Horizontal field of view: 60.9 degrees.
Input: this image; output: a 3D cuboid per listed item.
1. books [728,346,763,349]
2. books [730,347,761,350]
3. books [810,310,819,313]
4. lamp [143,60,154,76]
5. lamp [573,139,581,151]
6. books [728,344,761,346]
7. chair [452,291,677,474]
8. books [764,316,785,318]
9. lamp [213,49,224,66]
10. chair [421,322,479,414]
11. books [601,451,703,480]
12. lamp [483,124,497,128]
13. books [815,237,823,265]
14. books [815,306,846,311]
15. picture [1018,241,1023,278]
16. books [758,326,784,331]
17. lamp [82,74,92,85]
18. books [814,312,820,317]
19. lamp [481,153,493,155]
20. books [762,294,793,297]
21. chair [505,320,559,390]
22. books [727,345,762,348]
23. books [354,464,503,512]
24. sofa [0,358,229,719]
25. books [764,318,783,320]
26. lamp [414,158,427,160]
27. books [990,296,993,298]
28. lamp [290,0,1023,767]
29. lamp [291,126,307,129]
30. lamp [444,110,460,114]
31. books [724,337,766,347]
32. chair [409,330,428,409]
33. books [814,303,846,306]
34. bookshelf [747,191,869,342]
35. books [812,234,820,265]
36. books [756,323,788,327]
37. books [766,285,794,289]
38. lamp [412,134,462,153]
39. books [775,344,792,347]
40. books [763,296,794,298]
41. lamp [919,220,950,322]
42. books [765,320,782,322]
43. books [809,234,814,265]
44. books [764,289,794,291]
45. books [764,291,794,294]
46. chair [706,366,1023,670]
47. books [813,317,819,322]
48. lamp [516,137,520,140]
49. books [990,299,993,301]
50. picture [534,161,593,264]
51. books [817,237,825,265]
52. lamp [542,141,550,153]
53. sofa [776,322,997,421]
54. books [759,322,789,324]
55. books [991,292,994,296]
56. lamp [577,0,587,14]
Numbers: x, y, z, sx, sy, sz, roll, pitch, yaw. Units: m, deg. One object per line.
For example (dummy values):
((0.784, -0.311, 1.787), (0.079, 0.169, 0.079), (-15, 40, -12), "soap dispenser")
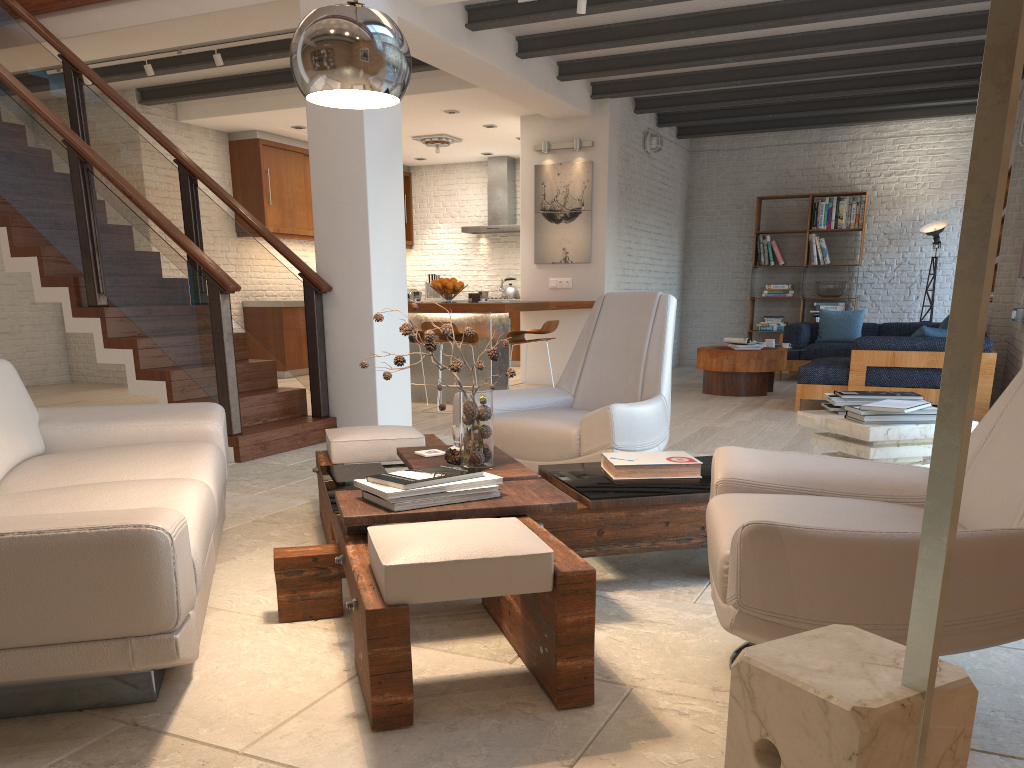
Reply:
((2.370, -0.377, 8.855), (0.252, 0.011, 0.307), (-1, 6, -6), "books")
((2.366, -0.364, 8.843), (0.252, 0.011, 0.307), (0, 6, 4), "books")
((4.124, -0.942, 11.332), (0.442, 0.021, 0.264), (2, 7, 25), "books")
((-3.004, -2.608, 7.214), (0.060, 0.134, 0.083), (7, 14, 27), "lamp")
((0.678, -2.479, 9.031), (0.078, 0.108, 0.078), (-9, 15, -36), "lamp")
((2.353, -0.396, 8.829), (0.252, 0.011, 0.307), (0, 6, -1), "books")
((0.373, 0.064, 4.348), (1.010, 1.055, 0.951), (9, 15, 41), "chair")
((3.505, -0.899, 11.644), (0.250, 0.018, 0.157), (2, 7, 25), "books")
((-2.329, -2.579, 6.911), (0.060, 0.134, 0.083), (7, 14, 27), "lamp")
((-0.561, -0.155, 7.652), (0.402, 0.805, 0.408), (6, 15, 24), "chair")
((0.517, 0.303, 3.267), (0.326, 0.058, 0.246), (-1, 6, -5), "books")
((-0.247, -2.917, 9.802), (0.123, 0.057, 0.120), (3, 8, 25), "lamp")
((3.960, -1.708, 11.211), (0.124, 0.362, 0.263), (7, 14, 25), "books")
((4.139, -0.986, 11.332), (0.378, 0.067, 0.237), (2, 7, 19), "books")
((4.385, -1.398, 7.356), (0.019, 0.997, 0.720), (7, 14, 25), "picture")
((3.505, -0.745, 11.677), (0.323, 0.058, 0.249), (4, 8, 35), "books")
((-3.660, -2.635, 7.506), (0.059, 0.134, 0.083), (-1, 13, -5), "lamp")
((4.103, -0.903, 11.338), (0.325, 0.058, 0.247), (2, 7, 20), "books")
((-0.336, -3.115, 11.731), (0.123, 0.057, 0.120), (3, 8, 25), "lamp")
((3.524, -1.178, 11.545), (0.378, 0.038, 0.237), (2, 6, 20), "books")
((0.217, -0.181, 7.874), (0.420, 0.805, 0.390), (6, 15, 24), "chair")
((2.357, -0.386, 8.839), (0.252, 0.011, 0.307), (-1, 6, -6), "books")
((-0.249, 0.313, 2.680), (0.397, 0.077, 0.244), (-4, 8, -32), "books")
((-1.565, 0.351, 2.832), (1.141, 0.783, 2.255), (-3, 7, -15), "sofa")
((3.506, -0.875, 11.672), (0.236, 0.019, 0.165), (2, 6, 18), "books")
((-1.275, -3.155, 12.152), (0.123, 0.057, 0.120), (3, 8, 25), "lamp")
((4.870, -0.872, 8.729), (0.170, 0.019, 0.230), (3, 7, 27), "books")
((-0.018, -0.360, 1.719), (0.316, 2.439, 1.971), (-9, 14, -28), "lamp")
((-2.405, -2.911, 9.826), (0.123, 0.057, 0.120), (3, 8, 25), "lamp")
((-0.624, -2.836, 9.025), (0.123, 0.057, 0.120), (3, 8, 25), "lamp")
((2.375, -0.417, 8.899), (0.270, 0.113, 0.314), (-5, 8, -32), "books")
((-1.049, -0.176, 7.871), (0.402, 0.805, 0.408), (6, 15, 24), "chair")
((4.132, -1.037, 11.316), (0.377, 0.038, 0.237), (3, 7, 25), "books")
((3.816, -1.290, 11.371), (1.308, 2.287, 0.352), (6, 16, 24), "bookshelf")
((3.907, -1.726, 11.219), (0.103, 0.398, 0.236), (7, 15, 25), "books")
((3.490, -0.793, 11.680), (0.377, 0.038, 0.237), (3, 7, 25), "books")
((3.544, -1.282, 11.519), (0.324, 0.058, 0.248), (3, 7, 27), "books")
((-0.906, -2.894, 10.588), (0.447, 0.177, 0.437), (3, 8, 25), "lamp")
((3.009, -0.433, 9.821), (0.231, 0.023, 0.157), (-2, 6, -17), "books")
((3.535, -1.149, 11.555), (0.353, 0.021, 0.264), (3, 7, 25), "books")
((5.151, -1.016, 10.454), (0.506, 1.916, 0.832), (-1, 14, -3), "lamp")
((3.508, -0.848, 11.671), (0.204, 0.035, 0.129), (3, 7, 25), "books")
((3.883, -1.730, 11.255), (0.100, 0.398, 0.236), (7, 15, 25), "books")
((3.538, -1.244, 11.535), (0.354, 0.021, 0.264), (2, 6, 23), "books")
((3.531, -1.213, 11.525), (0.378, 0.038, 0.237), (2, 6, 18), "books")
((1.008, 0.284, 2.186), (0.982, 1.037, 0.989), (2, 11, 9), "chair")
((4.133, -0.842, 11.354), (0.379, 0.067, 0.236), (1, 7, 12), "books")
((0.130, -2.998, 10.577), (0.123, 0.057, 0.120), (3, 8, 25), "lamp")
((4.869, -0.847, 8.750), (0.160, 0.018, 0.246), (4, 7, 35), "books")
((0.543, -1.821, 9.336), (0.651, 1.055, 0.019), (5, 16, 23), "picture")
((3.983, -1.708, 11.210), (0.124, 0.362, 0.263), (7, 14, 25), "books")
((0.356, -2.493, 9.176), (0.078, 0.108, 0.078), (-9, 15, -36), "lamp")
((3.675, -0.256, 8.993), (2.066, 0.685, 3.838), (3, 7, 25), "sofa")
((3.500, -0.819, 11.657), (0.378, 0.019, 0.236), (2, 6, 17), "books")
((4.874, -0.899, 8.727), (0.131, 0.035, 0.201), (4, 8, 35), "books")
((0.452, -2.462, 5.659), (0.059, 0.134, 0.083), (-1, 13, -5), "lamp")
